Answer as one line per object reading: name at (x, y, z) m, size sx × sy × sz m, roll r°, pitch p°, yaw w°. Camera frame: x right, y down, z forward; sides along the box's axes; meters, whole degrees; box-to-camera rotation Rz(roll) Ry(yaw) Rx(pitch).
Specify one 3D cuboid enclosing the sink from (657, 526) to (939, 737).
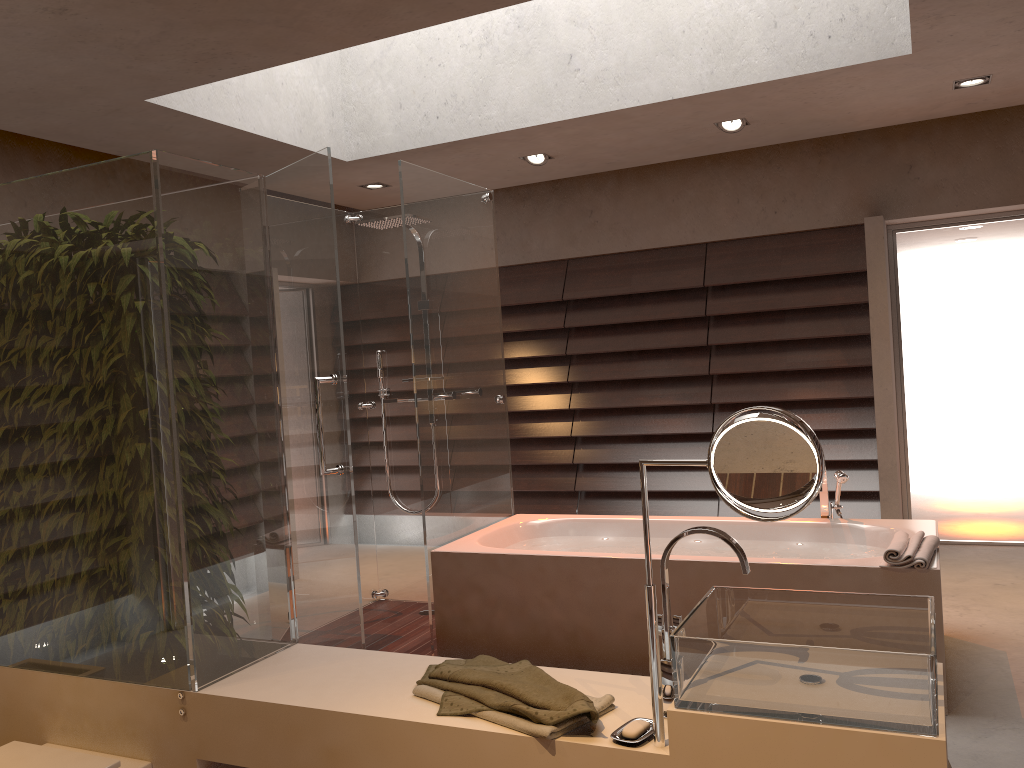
sink at (0.490, 0.436, 1.587) m, size 0.486 × 0.357 × 0.340 m, roll -3°, pitch 1°, yaw 25°

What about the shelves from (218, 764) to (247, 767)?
shelves at (-0.381, 1.054, 2.019) m, size 0.487 × 0.436 × 0.368 m, roll -3°, pitch 1°, yaw 25°

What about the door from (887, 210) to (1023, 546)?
door at (2.876, -0.019, 5.380) m, size 1.007 × 2.000 × 0.090 m, roll -3°, pitch 1°, yaw 25°

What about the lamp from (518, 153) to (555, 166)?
lamp at (0.144, -1.355, 5.256) m, size 0.165 × 0.110 × 0.170 m, roll -3°, pitch 1°, yaw 25°

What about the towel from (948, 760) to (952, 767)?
towel at (0.795, 0.821, 1.711) m, size 0.252 × 0.598 × 0.121 m, roll -4°, pitch 1°, yaw 9°

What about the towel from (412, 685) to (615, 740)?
towel at (-0.002, 0.629, 1.795) m, size 0.202 × 0.027 × 0.394 m, roll -5°, pitch 2°, yaw -45°

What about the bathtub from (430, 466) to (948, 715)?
bathtub at (0.767, 0.774, 3.885) m, size 2.000 × 0.761 × 0.994 m, roll -3°, pitch 1°, yaw 25°

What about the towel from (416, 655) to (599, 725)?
towel at (-0.037, 0.616, 1.807) m, size 0.258 × 0.057 × 0.571 m, roll -4°, pitch 1°, yaw -23°

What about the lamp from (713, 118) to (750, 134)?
lamp at (1.181, -1.412, 4.765) m, size 0.165 × 0.110 × 0.170 m, roll -3°, pitch 1°, yaw 25°

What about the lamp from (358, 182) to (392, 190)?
lamp at (-0.891, -1.304, 5.747) m, size 0.165 × 0.051 × 0.170 m, roll -3°, pitch 1°, yaw 25°

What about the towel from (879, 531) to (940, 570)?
towel at (1.435, 0.590, 3.196) m, size 0.159 × 0.068 × 0.396 m, roll -3°, pitch 1°, yaw 31°

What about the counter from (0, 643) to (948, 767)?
counter at (-0.578, 0.939, 2.117) m, size 2.931 × 0.686 × 0.350 m, roll -3°, pitch 1°, yaw 25°

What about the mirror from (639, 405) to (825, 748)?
mirror at (0.358, 0.332, 1.449) m, size 0.316 × 0.589 × 0.074 m, roll -3°, pitch 1°, yaw 28°

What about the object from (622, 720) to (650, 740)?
object at (0.224, 0.620, 1.595) m, size 0.035 × 0.016 × 0.066 m, roll -3°, pitch 2°, yaw 37°

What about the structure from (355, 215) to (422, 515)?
structure at (-0.574, -0.058, 4.686) m, size 0.575 × 1.578 × 0.385 m, roll -3°, pitch 1°, yaw 25°

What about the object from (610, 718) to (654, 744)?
object at (0.224, 0.627, 1.595) m, size 0.065 × 0.011 × 0.108 m, roll -3°, pitch 2°, yaw 39°

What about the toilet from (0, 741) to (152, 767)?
toilet at (-1.076, 1.046, 1.905) m, size 0.357 × 0.400 × 0.468 m, roll -3°, pitch 1°, yaw 25°

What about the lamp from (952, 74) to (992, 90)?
lamp at (2.215, -1.475, 4.274) m, size 0.165 × 0.051 × 0.170 m, roll -3°, pitch 1°, yaw 25°
